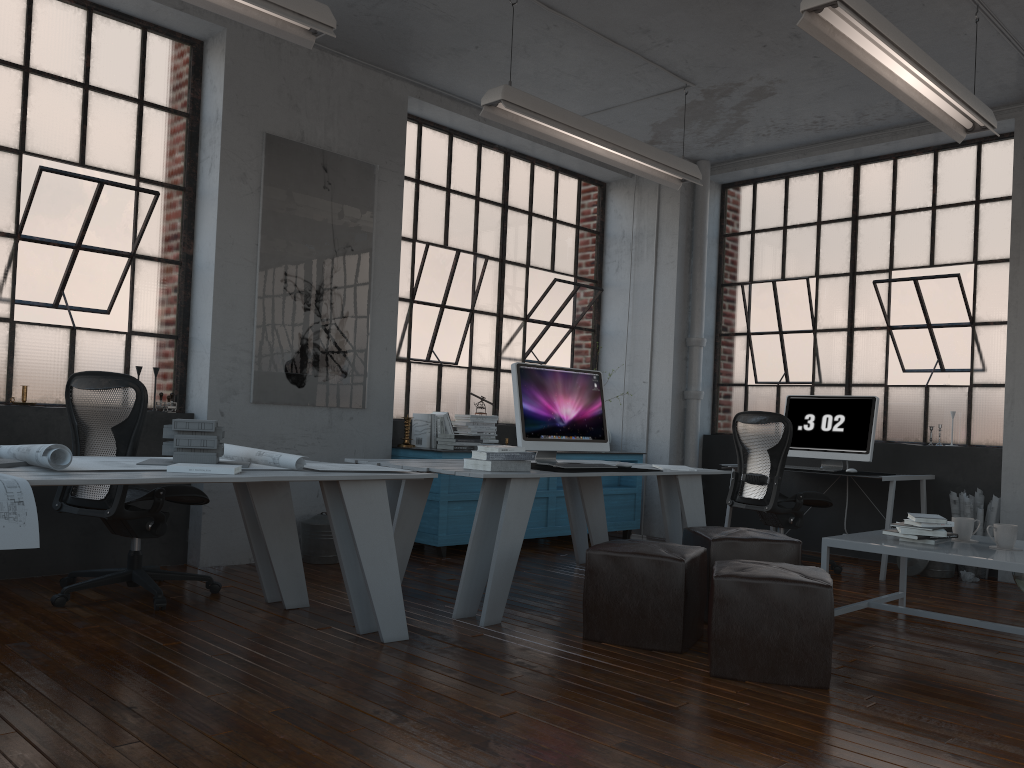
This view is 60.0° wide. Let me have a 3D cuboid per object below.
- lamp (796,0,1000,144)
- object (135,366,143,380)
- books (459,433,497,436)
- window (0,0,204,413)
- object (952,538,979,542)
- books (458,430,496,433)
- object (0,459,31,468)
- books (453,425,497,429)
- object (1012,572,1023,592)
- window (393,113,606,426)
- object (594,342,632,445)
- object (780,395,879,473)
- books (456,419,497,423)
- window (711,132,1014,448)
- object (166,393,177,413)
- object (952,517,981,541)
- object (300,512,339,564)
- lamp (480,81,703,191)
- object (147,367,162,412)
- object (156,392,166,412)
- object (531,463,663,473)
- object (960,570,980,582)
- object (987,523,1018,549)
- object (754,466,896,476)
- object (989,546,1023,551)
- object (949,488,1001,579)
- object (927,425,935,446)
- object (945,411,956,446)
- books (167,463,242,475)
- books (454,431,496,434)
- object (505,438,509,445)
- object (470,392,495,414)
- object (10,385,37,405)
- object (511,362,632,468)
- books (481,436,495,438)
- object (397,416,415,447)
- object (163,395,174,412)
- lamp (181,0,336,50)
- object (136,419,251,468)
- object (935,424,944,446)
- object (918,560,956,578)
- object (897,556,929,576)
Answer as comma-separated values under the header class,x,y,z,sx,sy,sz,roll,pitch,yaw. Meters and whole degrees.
class,x,y,z,sx,sy,sz,roll,pitch,yaw
lamp,1.867,-1.677,4.106,0.202,0.628,1.879,2,-2,45
object,-2.163,0.027,5.126,0.085,0.259,0.085,2,-1,9
books,-0.259,0.381,6.682,0.161,0.013,0.256,0,-3,45
window,-2.851,-1.032,4.526,0.669,2.389,2.593,2,-2,45
object,2.231,0.773,4.385,0.137,0.003,0.137,4,-3,-24
books,-0.266,0.355,6.677,0.161,0.012,0.254,0,-3,45
object,-1.963,0.122,2.930,0.434,0.305,0.736,3,-2,0
books,-0.282,0.323,6.691,0.182,0.016,0.288,0,-3,45
object,3.263,0.623,5.241,0.330,1.339,0.619,3,-1,-8
window,-0.091,-0.789,7.287,0.669,2.389,2.593,2,-2,45
object,0.837,0.106,7.521,0.434,0.939,0.232,2,-1,27
object,2.277,0.354,6.508,0.377,0.552,0.714,4,-2,-43
books,-0.271,0.278,6.678,0.174,0.021,0.273,0,-3,45
window,2.747,-0.666,7.164,0.670,2.389,2.590,4,-2,-45
object,-2.004,0.109,5.220,0.058,0.117,0.032,3,-1,-31
object,2.241,0.719,4.395,0.129,0.109,0.101,4,-2,-36
object,-1.189,0.961,5.588,0.293,0.308,0.293,3,-2,-17
lamp,0.553,-1.480,5.331,0.202,0.205,1.879,1,-3,45
object,-2.085,0.033,5.181,0.085,0.259,0.085,2,-1,9
object,-2.073,0.107,5.232,0.058,0.117,0.032,2,-1,6
object,0.320,0.461,4.909,0.849,0.008,0.687,5,-3,-43
object,3.074,1.302,5.969,0.125,0.107,0.095,3,-2,-3
object,2.284,0.709,4.116,0.129,0.109,0.101,4,-2,-36
object,2.261,0.637,6.502,0.688,0.008,0.848,5,-3,-43
object,2.299,0.765,4.128,0.137,0.003,0.137,4,-3,-24
object,3.232,1.030,6.170,0.293,0.627,0.274,3,-1,-3
object,3.109,0.381,6.576,0.055,0.153,0.055,3,-1,4
object,3.233,0.329,6.506,0.084,0.256,0.084,3,-1,-22
books,-1.145,0.317,3.315,0.235,0.024,0.200,3,-2,-9
books,-0.279,0.367,6.673,0.159,0.012,0.285,0,-3,45
object,-0.040,0.458,6.768,0.088,0.084,0.088,4,-2,-40
object,-0.224,0.147,6.680,0.177,0.161,0.092,2,-1,13
object,-2.581,0.058,4.693,0.124,0.100,0.124,3,-2,-22
object,0.332,0.179,4.916,0.715,0.552,0.377,4,-2,-43
books,-0.293,0.394,6.682,0.182,0.016,0.288,0,-3,45
object,-0.745,0.332,6.296,0.132,0.236,0.132,2,-1,11
object,-2.046,0.118,5.282,0.058,0.102,0.032,3,-1,-10
lamp,-1.477,-1.883,3.292,0.202,0.628,1.879,2,-2,45
object,-1.303,0.241,3.682,0.416,0.182,0.389,3,-2,-15
object,3.170,0.380,6.569,0.066,0.160,0.066,3,-1,-14
object,2.938,1.179,6.164,0.290,0.294,0.291,3,-2,3
object,2.751,1.179,6.096,0.107,0.281,0.293,3,-2,-20
